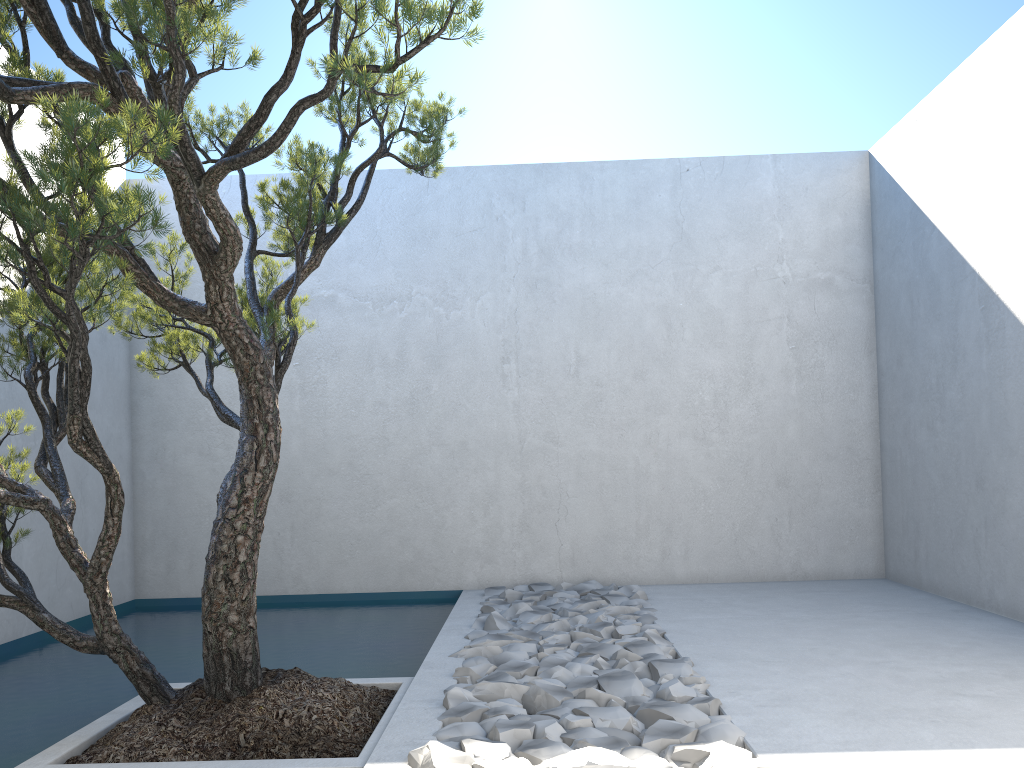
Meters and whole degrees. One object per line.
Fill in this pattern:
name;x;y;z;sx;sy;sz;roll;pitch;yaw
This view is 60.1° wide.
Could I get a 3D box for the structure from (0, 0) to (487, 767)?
structure;-1.245;-0.399;2.700;2.586;3.461;2.527;-2;-3;-6
